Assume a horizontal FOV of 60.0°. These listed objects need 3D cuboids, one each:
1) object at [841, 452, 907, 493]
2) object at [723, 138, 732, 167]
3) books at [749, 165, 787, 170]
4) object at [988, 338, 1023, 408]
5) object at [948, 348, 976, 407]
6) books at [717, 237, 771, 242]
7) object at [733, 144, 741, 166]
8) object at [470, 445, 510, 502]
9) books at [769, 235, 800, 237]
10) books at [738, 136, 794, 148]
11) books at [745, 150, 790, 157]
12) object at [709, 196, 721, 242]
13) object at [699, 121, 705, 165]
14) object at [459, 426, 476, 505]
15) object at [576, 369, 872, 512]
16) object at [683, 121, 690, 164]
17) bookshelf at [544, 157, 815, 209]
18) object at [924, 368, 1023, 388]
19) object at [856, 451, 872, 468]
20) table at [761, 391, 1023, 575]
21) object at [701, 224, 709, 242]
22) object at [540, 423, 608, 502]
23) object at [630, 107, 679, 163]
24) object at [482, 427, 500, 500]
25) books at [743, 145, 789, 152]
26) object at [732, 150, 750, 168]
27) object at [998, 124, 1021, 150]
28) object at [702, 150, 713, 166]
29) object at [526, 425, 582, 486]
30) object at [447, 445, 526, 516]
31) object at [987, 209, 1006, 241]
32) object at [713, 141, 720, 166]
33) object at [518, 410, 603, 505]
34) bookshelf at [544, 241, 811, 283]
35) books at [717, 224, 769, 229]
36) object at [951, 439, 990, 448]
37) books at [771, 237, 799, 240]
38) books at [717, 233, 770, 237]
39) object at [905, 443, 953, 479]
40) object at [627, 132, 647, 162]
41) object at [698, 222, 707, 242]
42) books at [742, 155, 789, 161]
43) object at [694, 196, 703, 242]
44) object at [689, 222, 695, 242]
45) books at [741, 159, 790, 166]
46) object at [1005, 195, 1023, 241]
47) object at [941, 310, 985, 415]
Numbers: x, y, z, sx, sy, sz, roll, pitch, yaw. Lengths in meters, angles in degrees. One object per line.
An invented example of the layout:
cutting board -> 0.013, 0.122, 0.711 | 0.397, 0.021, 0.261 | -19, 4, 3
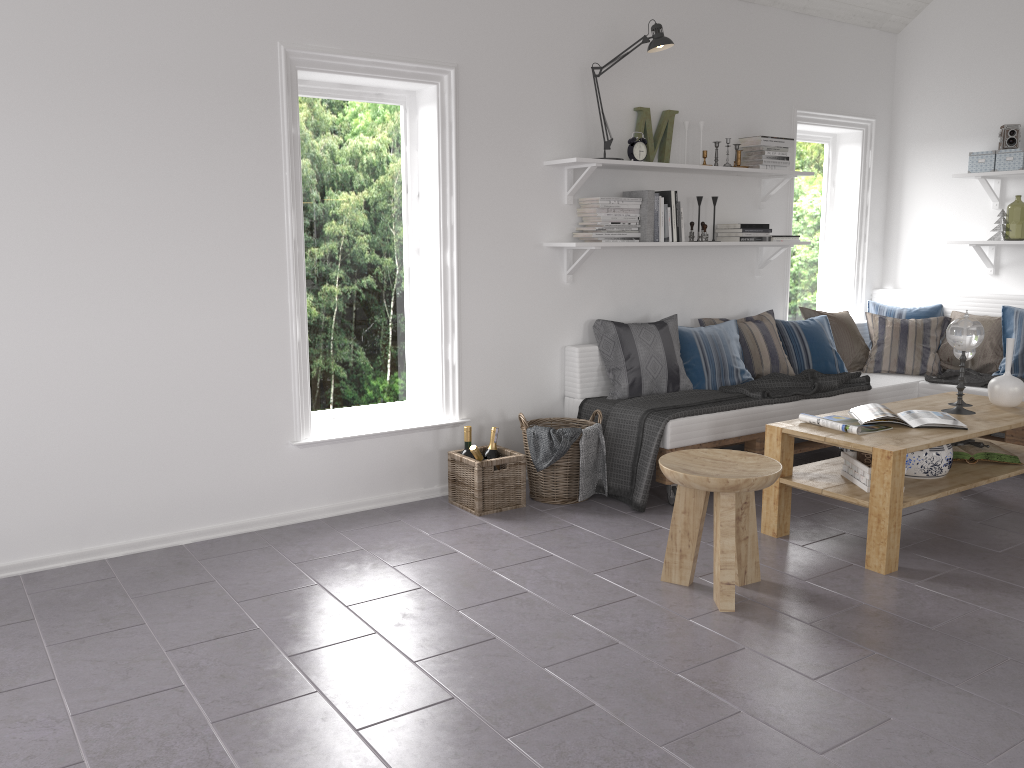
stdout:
object -> 1.489, 0.362, 3.667 | 0.155, 0.102, 0.281 | 0, 9, -1
object -> 1.209, -1.294, 4.971 | 0.066, 0.160, 0.066 | 8, 12, 42
books -> 1.492, -1.281, 5.291 | 0.239, 0.032, 0.172 | -6, 11, -34
object -> 2.323, -0.052, 4.156 | 0.155, 0.325, 0.155 | 4, 10, 26
object -> 2.138, -0.062, 4.205 | 0.109, 0.329, 0.109 | 4, 10, 24
books -> 1.374, -0.859, 5.268 | 0.258, 0.032, 0.191 | -6, 11, -32
object -> 1.298, -1.316, 5.126 | 0.055, 0.153, 0.055 | 4, 10, 23
object -> -0.106, 0.429, 4.216 | 0.095, 0.332, 0.284 | 6, 11, 34
books -> 1.596, -0.901, 5.418 | 0.251, 0.012, 0.202 | -6, 11, -32
books -> 1.512, -1.433, 5.273 | 0.290, 0.053, 0.176 | -6, 11, -34
books -> 1.523, -1.368, 5.293 | 0.223, 0.026, 0.161 | -6, 11, -34
object -> 1.168, -0.951, 5.125 | 0.085, 0.259, 0.085 | 4, 10, 24
object -> 1.069, -1.349, 5.010 | 0.084, 0.256, 0.084 | 4, 10, 24
object -> -0.212, 0.390, 4.286 | 0.095, 0.377, 0.095 | 0, 9, 2
object -> 1.203, 0.221, 4.849 | 1.892, 0.533, 0.685 | -7, 11, -34
object -> 0.982, -1.348, 5.007 | 0.084, 0.256, 0.084 | 4, 10, 24
bookshelf -> 0.991, -1.102, 4.955 | 1.820, 0.212, 0.269 | -6, 11, -34
object -> 3.011, 0.209, 4.956 | 0.716, 0.508, 1.449 | -9, 13, -44
object -> 1.496, 0.331, 3.728 | 0.090, 0.139, 0.182 | 3, 10, 21
table -> 1.860, 0.385, 3.994 | 1.457, 0.485, 0.607 | -6, 11, -34
object -> 1.087, -0.850, 4.999 | 0.058, 0.102, 0.032 | -8, 12, -39
object -> 0.268, 0.366, 4.373 | 0.290, 0.356, 0.349 | -8, 12, -39
object -> 0.777, -1.354, 4.886 | 0.330, 0.311, 0.052 | -6, 11, -34
object -> -0.117, 0.392, 4.353 | 0.127, 0.361, 0.094 | -6, 11, -34
books -> 1.505, -1.392, 5.270 | 0.223, 0.027, 0.161 | -6, 11, -34
object -> 1.287, -1.274, 5.035 | 0.124, 0.100, 0.124 | -2, 9, -11
object -> 3.035, -1.499, 5.400 | 0.121, 0.157, 0.117 | 2, 10, 15
object -> 1.059, -1.239, 4.875 | 0.088, 0.085, 0.088 | -2, 9, -11
object -> 0.223, 0.355, 4.333 | 0.303, 0.332, 0.367 | 2, 9, 12
object -> -0.122, 0.464, 4.281 | 0.276, 0.270, 0.276 | -6, 11, -34
object -> 3.004, -0.977, 5.437 | 0.107, 0.195, 0.113 | -5, 10, -27
object -> 1.151, -1.293, 4.989 | 0.055, 0.153, 0.055 | 6, 11, 33
object -> 0.238, 0.349, 4.403 | 0.393, 0.432, 0.393 | 8, 13, 42
bookshelf -> 0.992, -0.697, 5.021 | 1.820, 0.212, 0.269 | -6, 11, -34
books -> 1.367, -0.932, 5.249 | 0.239, 0.028, 0.190 | -6, 11, -32
object -> 2.071, 0.275, 4.079 | 0.176, 0.029, 0.195 | -4, 10, -24
books -> 1.598, -0.888, 5.413 | 0.248, 0.014, 0.187 | -7, 11, -35
books -> 1.371, -0.884, 5.253 | 0.242, 0.023, 0.191 | -7, 11, -36
object -> 1.747, 0.306, 3.849 | 0.302, 0.161, 0.302 | -7, 12, -37
object -> 0.662, -1.247, 4.685 | 0.120, 0.165, 0.050 | -6, 11, -34
object -> 1.086, -0.867, 5.054 | 0.058, 0.117, 0.032 | -4, 10, -23
books -> 1.512, -1.341, 5.285 | 0.238, 0.024, 0.152 | -6, 11, -34
object -> 1.075, -0.946, 5.095 | 0.085, 0.259, 0.085 | 4, 10, 24
object -> 1.020, -0.863, 5.031 | 0.032, 0.117, 0.058 | 5, 11, 29
books -> 1.509, -1.313, 5.284 | 0.239, 0.032, 0.172 | -6, 11, -34
object -> 3.041, -1.000, 5.346 | 0.111, 0.270, 0.111 | -3, 10, -16
object -> 2.044, -0.102, 4.021 | 0.155, 0.468, 0.155 | 6, 11, 34
